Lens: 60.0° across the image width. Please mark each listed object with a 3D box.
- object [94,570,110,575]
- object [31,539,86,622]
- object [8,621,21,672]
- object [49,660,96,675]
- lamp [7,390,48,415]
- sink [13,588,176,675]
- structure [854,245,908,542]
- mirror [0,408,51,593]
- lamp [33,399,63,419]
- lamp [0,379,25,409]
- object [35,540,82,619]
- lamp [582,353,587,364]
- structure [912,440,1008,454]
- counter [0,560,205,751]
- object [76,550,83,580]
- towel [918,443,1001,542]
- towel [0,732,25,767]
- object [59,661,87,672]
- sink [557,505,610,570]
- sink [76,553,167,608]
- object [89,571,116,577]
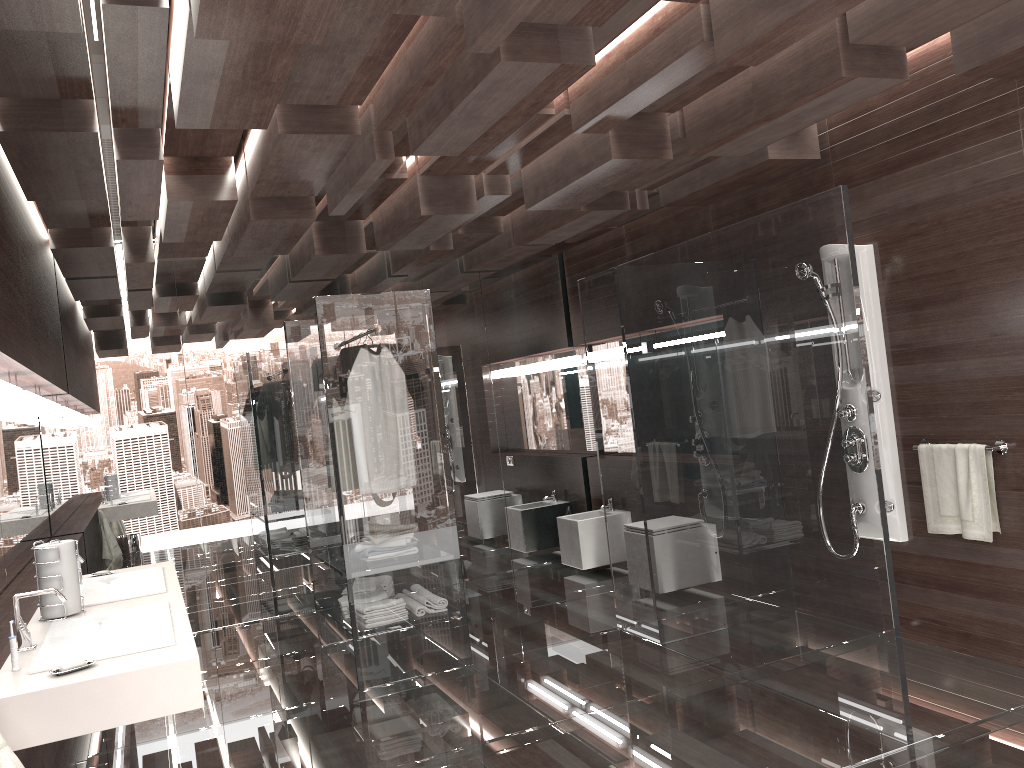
[{"bbox_3d":[-1.776,0.819,3.845,0.066,0.016,0.035,-6,-1,-3],"label":"object"},{"bbox_3d":[-1.558,0.665,3.034,0.136,0.261,0.145,-7,-1,21],"label":"object"},{"bbox_3d":[-1.321,0.693,2.350,0.022,0.132,0.022,-6,-1,-41],"label":"object"},{"bbox_3d":[-1.127,0.731,2.278,0.108,0.011,0.065,-6,-1,-45],"label":"object"},{"bbox_3d":[-2.391,0.097,4.388,0.082,0.082,0.950,-6,-1,-23],"label":"lamp"},{"bbox_3d":[-1.255,0.690,2.659,0.427,0.193,0.681,-6,-1,-23],"label":"sink"},{"bbox_3d":[1.642,0.093,4.411,0.354,1.560,0.323,-7,-1,-2],"label":"structure"},{"bbox_3d":[-0.169,0.189,4.190,4.126,0.916,5.081,-6,-1,-23],"label":"mirror"},{"bbox_3d":[-2.781,0.154,5.317,0.082,0.082,0.950,-6,-1,-23],"label":"lamp"},{"bbox_3d":[-1.991,0.038,3.433,0.082,0.082,0.950,-6,-1,-23],"label":"lamp"},{"bbox_3d":[-1.550,0.666,3.031,0.124,0.246,0.128,-6,-1,-42],"label":"object"},{"bbox_3d":[0.798,-0.236,6.841,0.082,0.082,0.950,-6,-1,-23],"label":"lamp"},{"bbox_3d":[1.959,0.280,3.910,0.071,0.061,0.455,-6,-1,-23],"label":"structure"},{"bbox_3d":[-1.395,0.844,3.079,0.488,0.131,1.954,-6,-1,-23],"label":"counter"},{"bbox_3d":[-1.850,0.773,3.786,0.022,0.132,0.022,-7,-1,14],"label":"object"},{"bbox_3d":[1.952,0.469,3.893,0.097,0.414,0.352,-6,-1,-30],"label":"towel"},{"bbox_3d":[-1.084,1.083,2.003,0.156,0.678,0.368,-6,-1,-23],"label":"towel"},{"bbox_3d":[-1.128,0.724,2.278,0.035,0.016,0.066,-7,-1,44],"label":"object"},{"bbox_3d":[0.637,1.117,6.717,0.469,0.456,0.357,-6,-1,-23],"label":"sink"},{"bbox_3d":[-1.602,0.740,3.486,0.427,0.193,0.681,-6,-1,-23],"label":"sink"},{"bbox_3d":[-1.776,0.826,3.846,0.108,0.011,0.065,-7,-1,-2],"label":"object"}]
